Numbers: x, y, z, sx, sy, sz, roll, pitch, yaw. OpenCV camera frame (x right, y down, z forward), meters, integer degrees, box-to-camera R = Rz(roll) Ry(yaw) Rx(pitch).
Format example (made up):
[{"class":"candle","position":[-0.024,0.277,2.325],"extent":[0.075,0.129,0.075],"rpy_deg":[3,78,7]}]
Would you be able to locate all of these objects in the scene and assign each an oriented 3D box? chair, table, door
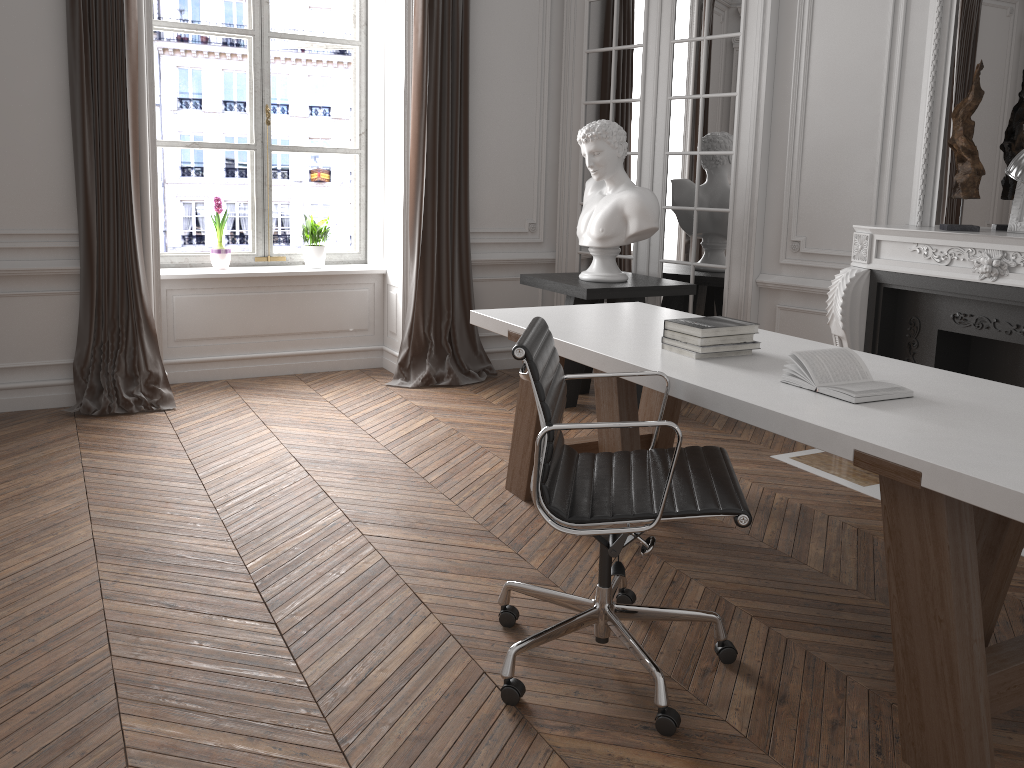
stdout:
[{"class":"chair","position":[0.307,0.320,2.390],"extent":[0.667,0.912,0.703],"rpy_deg":[1,10,-2]},{"class":"table","position":[0.552,-0.257,5.302],"extent":[0.769,0.741,0.776],"rpy_deg":[-4,12,-28]},{"class":"door","position":[0.891,-1.307,5.583],"extent":[0.086,2.704,1.576],"rpy_deg":[-7,13,-43]},{"class":"table","position":[0.817,0.286,2.974],"extent":[0.902,0.740,2.653],"rpy_deg":[-4,14,-27]}]

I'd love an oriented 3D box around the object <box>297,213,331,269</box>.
[{"class":"object","position":[-1.321,-0.965,5.951],"extent":[0.286,0.365,0.216],"rpy_deg":[10,13,39]}]

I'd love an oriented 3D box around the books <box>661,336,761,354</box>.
[{"class":"books","position":[0.679,-0.141,3.020],"extent":[0.259,0.022,0.214],"rpy_deg":[-5,15,-28]}]

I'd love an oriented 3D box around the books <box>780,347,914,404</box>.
[{"class":"books","position":[0.950,-0.032,2.511],"extent":[0.227,0.094,0.282],"rpy_deg":[-4,14,-26]}]

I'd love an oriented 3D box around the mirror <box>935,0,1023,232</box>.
[{"class":"mirror","position":[2.352,-1.491,3.704],"extent":[0.001,1.792,1.135],"rpy_deg":[-3,11,-28]}]

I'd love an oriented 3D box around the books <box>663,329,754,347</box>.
[{"class":"books","position":[0.671,-0.166,3.015],"extent":[0.240,0.028,0.193],"rpy_deg":[-6,15,-29]}]

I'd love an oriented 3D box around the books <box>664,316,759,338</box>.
[{"class":"books","position":[0.680,-0.196,3.013],"extent":[0.259,0.032,0.193],"rpy_deg":[-6,15,-29]}]

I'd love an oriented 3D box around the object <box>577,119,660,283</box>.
[{"class":"object","position":[0.563,-1.058,5.115],"extent":[0.393,0.913,0.641],"rpy_deg":[-3,11,-28]}]

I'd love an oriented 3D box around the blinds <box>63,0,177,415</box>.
[{"class":"blinds","position":[-2.131,-1.384,4.671],"extent":[0.581,3.066,0.313],"rpy_deg":[-2,9,-23]}]

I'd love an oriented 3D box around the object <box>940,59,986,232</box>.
[{"class":"object","position":[2.034,-1.063,3.952],"extent":[0.165,0.744,0.144],"rpy_deg":[4,9,14]}]

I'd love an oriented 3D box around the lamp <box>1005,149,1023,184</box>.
[{"class":"lamp","position":[1.301,-0.196,1.953],"extent":[0.269,0.691,0.493],"rpy_deg":[-3,11,-28]}]

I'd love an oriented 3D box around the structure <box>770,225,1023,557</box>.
[{"class":"structure","position":[2.020,-0.041,3.764],"extent":[0.811,1.170,1.624],"rpy_deg":[-4,13,-28]}]

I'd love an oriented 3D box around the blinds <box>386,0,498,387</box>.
[{"class":"blinds","position":[-0.406,-1.538,5.542],"extent":[0.780,3.065,0.345],"rpy_deg":[-4,10,-34]}]

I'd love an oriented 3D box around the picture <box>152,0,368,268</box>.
[{"class":"picture","position":[0.193,-1.476,2.599],"extent":[13.254,4.747,13.369],"rpy_deg":[-7,15,-35]}]

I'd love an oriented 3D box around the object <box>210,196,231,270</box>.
[{"class":"object","position":[-1.879,-0.973,5.691],"extent":[0.130,0.470,0.130],"rpy_deg":[5,10,22]}]

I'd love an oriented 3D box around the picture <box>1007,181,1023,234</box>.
[{"class":"picture","position":[2.311,-0.850,3.760],"extent":[0.096,0.430,0.344],"rpy_deg":[-3,11,-28]}]

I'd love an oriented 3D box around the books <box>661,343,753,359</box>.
[{"class":"books","position":[0.667,-0.120,3.027],"extent":[0.242,0.022,0.193],"rpy_deg":[-5,14,-26]}]
